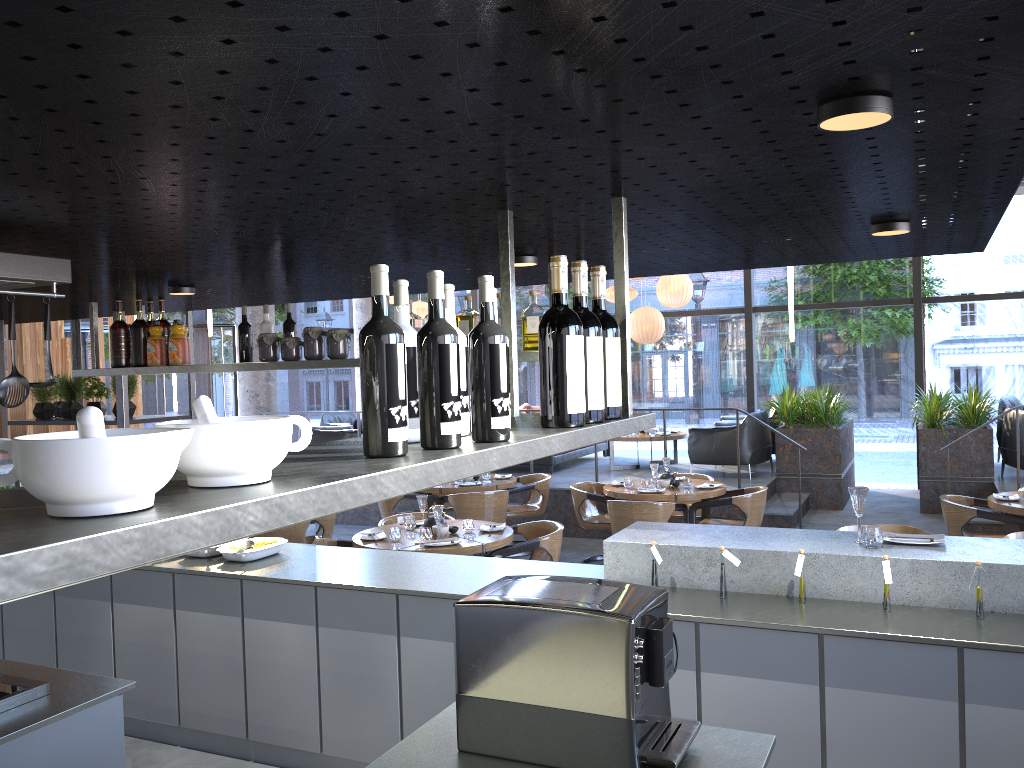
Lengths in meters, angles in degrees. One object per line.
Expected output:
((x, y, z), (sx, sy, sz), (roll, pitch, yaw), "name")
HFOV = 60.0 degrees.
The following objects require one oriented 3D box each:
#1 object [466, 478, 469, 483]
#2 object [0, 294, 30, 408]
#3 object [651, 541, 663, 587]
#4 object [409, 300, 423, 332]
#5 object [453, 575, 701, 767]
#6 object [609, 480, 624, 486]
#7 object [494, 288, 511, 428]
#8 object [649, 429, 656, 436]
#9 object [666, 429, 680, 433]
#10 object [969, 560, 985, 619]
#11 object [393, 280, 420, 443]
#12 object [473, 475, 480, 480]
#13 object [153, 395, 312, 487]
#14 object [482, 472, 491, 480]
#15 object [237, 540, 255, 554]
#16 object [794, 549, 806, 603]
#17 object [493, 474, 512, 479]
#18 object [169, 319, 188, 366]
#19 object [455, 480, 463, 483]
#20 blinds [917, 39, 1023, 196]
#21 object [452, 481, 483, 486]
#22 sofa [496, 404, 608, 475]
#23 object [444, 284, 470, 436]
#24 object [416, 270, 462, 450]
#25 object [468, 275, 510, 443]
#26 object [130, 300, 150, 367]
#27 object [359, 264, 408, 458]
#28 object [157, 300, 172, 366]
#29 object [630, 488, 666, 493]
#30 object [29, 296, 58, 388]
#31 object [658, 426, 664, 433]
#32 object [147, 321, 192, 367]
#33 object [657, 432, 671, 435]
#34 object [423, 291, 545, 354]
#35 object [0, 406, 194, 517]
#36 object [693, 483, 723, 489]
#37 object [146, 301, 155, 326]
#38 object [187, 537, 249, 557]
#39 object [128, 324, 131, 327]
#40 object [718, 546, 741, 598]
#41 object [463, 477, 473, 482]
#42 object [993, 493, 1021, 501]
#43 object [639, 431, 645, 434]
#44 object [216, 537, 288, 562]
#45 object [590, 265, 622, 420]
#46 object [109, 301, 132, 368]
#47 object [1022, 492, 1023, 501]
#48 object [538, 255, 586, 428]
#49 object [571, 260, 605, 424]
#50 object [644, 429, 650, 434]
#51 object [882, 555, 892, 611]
((-0.442, 0.855, 8.649), (0.082, 0.227, 0.082), (-3, 2, -44), "object")
((-1.462, -0.097, 2.594), (0.031, 0.336, 0.104), (-1, 1, 24), "object")
((0.598, 0.763, 3.698), (0.040, 0.203, 0.100), (-2, 1, -3), "object")
((-0.491, -0.266, 4.253), (0.105, 0.274, 0.105), (-1, 1, 25), "object")
((0.173, 0.731, 2.285), (0.562, 0.400, 0.322), (-1, 1, 25), "object")
((0.990, 0.920, 8.177), (0.170, 0.025, 0.294), (-1, 1, 22), "object")
((-0.042, -0.053, 1.894), (0.073, 0.305, 0.072), (-2, 1, 13), "object")
((1.742, 0.597, 10.979), (0.086, 0.086, 0.086), (-1, 1, 29), "object")
((2.074, 0.609, 11.401), (0.170, 0.025, 0.294), (-2, 1, 6), "object")
((1.674, 0.738, 3.188), (0.076, 0.203, 0.042), (-3, 1, -32), "object")
((-0.205, -0.043, 1.676), (0.072, 0.305, 0.073), (-3, 1, -33), "object")
((-0.360, 0.941, 8.884), (0.080, 0.042, 0.080), (-2, 1, 10), "object")
((-0.360, 0.069, 1.134), (0.159, 0.110, 0.172), (-2, 1, 8), "object")
((-0.256, 0.915, 8.900), (0.086, 0.086, 0.086), (-1, 1, 34), "object")
((-1.375, 0.837, 4.554), (0.048, 0.026, 0.252), (-2, 1, 2), "object")
((1.137, 0.750, 3.475), (0.057, 0.203, 0.038), (-3, 1, -40), "object")
((-0.099, 0.940, 8.949), (0.170, 0.025, 0.294), (-2, 1, 6), "object")
((-1.761, -0.216, 4.677), (0.096, 0.246, 0.096), (-2, 1, -20), "object")
((-0.522, 0.929, 8.626), (0.086, 0.086, 0.086), (-2, 1, 11), "object")
((-1.308, -3.028, 10.217), (17.610, 2.314, 8.760), (-2, 1, -21), "blinds")
((-0.434, 0.959, 8.502), (0.294, 0.025, 0.170), (-2, 1, -17), "object")
((0.558, 0.681, 11.940), (0.864, 0.811, 2.226), (-1, 1, 25), "sofa")
((-0.126, -0.048, 1.787), (0.072, 0.305, 0.073), (-2, 1, -23), "object")
((-0.127, -0.042, 1.526), (0.073, 0.305, 0.072), (-1, 1, 34), "object")
((-0.043, -0.047, 1.633), (0.072, 0.305, 0.073), (-2, 1, -21), "object")
((-2.009, -0.278, 4.795), (0.105, 0.380, 0.105), (-2, 1, 11), "object")
((-0.206, -0.037, 1.414), (0.072, 0.305, 0.073), (-3, 1, -33), "object")
((-1.909, -0.283, 4.848), (0.105, 0.380, 0.105), (-3, 1, -34), "object")
((1.168, 0.924, 7.680), (0.294, 0.025, 0.170), (-1, 1, 22), "object")
((-1.451, -0.128, 2.716), (0.103, 0.280, 0.103), (-3, 1, -34), "object")
((1.917, 0.584, 11.353), (0.086, 0.086, 0.086), (-1, 1, 29), "object")
((-1.848, -0.216, 4.779), (0.235, 0.246, 0.096), (-3, 2, -44), "object")
((1.891, 0.622, 11.013), (0.170, 0.025, 0.294), (-2, 1, 6), "object")
((-0.131, -0.274, 4.072), (0.630, 0.274, 0.139), (-1, 1, 23), "object")
((-0.434, 0.076, 0.920), (0.159, 0.110, 0.172), (-1, 1, 30), "object")
((1.709, 0.904, 7.817), (0.170, 0.025, 0.294), (-1, 2, 45), "object")
((-2.002, -0.281, 4.924), (0.105, 0.380, 0.105), (-2, 1, 1), "object")
((-1.617, 0.880, 4.817), (0.268, 0.069, 0.402), (-1, 1, 25), "object")
((-2.132, -0.210, 4.939), (0.096, 0.246, 0.096), (-2, 1, -20), "object")
((0.874, 0.756, 3.591), (0.096, 0.203, 0.048), (-2, 1, -20), "object")
((-0.439, 0.934, 8.807), (0.116, 0.065, 0.116), (-2, 1, -7), "object")
((3.739, 0.861, 6.690), (0.170, 0.025, 0.294), (-1, 1, 22), "object")
((1.683, 0.544, 11.398), (0.163, 0.179, 0.168), (-2, 1, -9), "object")
((-1.365, 0.872, 4.676), (0.268, 0.074, 0.402), (-1, 1, 25), "object")
((0.217, -0.102, 2.193), (0.101, 0.378, 0.100), (-1, 1, 18), "object")
((-2.127, -0.275, 4.812), (0.105, 0.380, 0.105), (-2, 1, -14), "object")
((3.798, 0.832, 6.511), (0.086, 0.086, 0.086), (-3, 1, -40), "object")
((0.108, -0.094, 1.960), (0.101, 0.378, 0.100), (-1, 1, 19), "object")
((0.162, -0.098, 2.075), (0.101, 0.378, 0.100), (-1, 1, 19), "object")
((1.734, 0.602, 11.259), (0.116, 0.065, 0.116), (-3, 1, -35), "object")
((1.403, 0.744, 3.319), (0.029, 0.203, 0.077), (-2, 1, 16), "object")
